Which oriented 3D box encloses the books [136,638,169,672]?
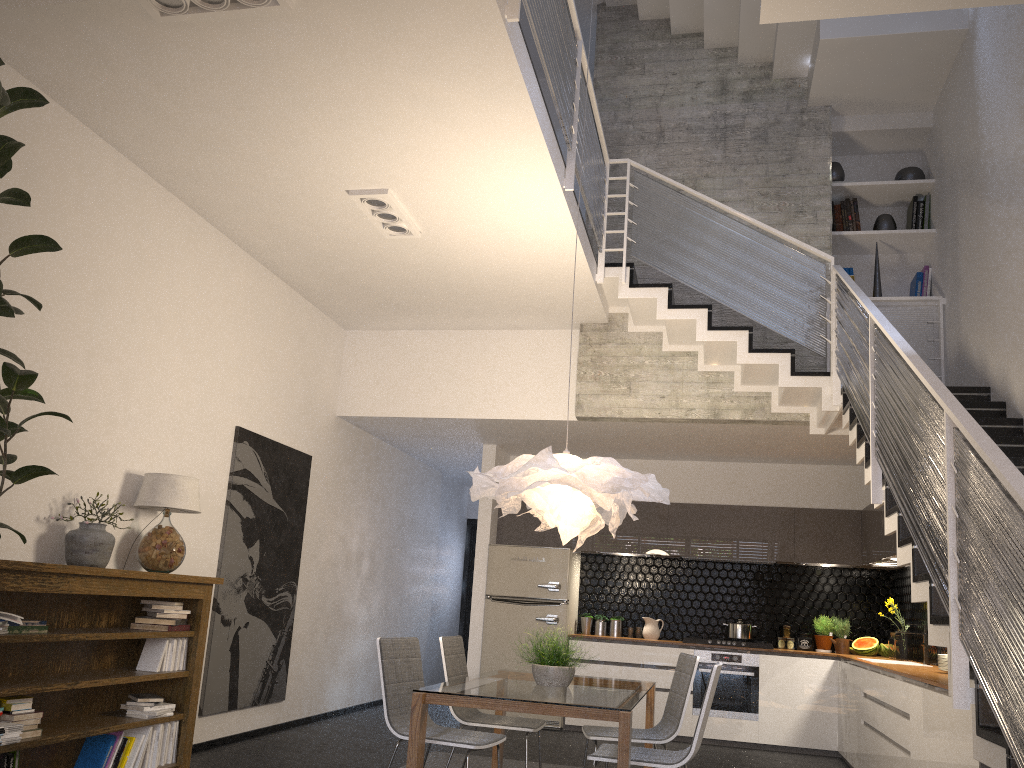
[{"bbox_3d":[-2.073,1.561,5.104,0.135,0.180,0.079,1,-12,13],"label":"books"}]

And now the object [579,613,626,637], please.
[{"bbox_3d":[0.907,2.444,8.994,0.482,0.218,0.174,2,-13,10],"label":"object"}]

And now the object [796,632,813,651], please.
[{"bbox_3d":[2.828,2.493,8.570,0.141,0.172,0.143,1,-13,13],"label":"object"}]

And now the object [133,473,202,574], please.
[{"bbox_3d":[-2.084,0.846,5.325,0.390,0.576,0.393,8,-13,-17],"label":"object"}]

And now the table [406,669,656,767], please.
[{"bbox_3d":[0.200,1.984,4.746,0.997,0.706,1.821,1,-14,13],"label":"table"}]

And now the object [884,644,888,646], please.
[{"bbox_3d":[3.545,2.516,8.362,0.132,0.118,0.206,-4,-16,32],"label":"object"}]

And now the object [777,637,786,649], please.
[{"bbox_3d":[2.623,2.523,8.621,0.083,0.112,0.084,1,-13,13],"label":"object"}]

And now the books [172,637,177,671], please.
[{"bbox_3d":[-2.059,1.595,5.245,0.136,0.186,0.018,1,-12,13],"label":"books"}]

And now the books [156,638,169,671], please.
[{"bbox_3d":[-2.077,1.573,5.162,0.136,0.186,0.018,1,-12,13],"label":"books"}]

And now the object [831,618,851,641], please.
[{"bbox_3d":[3.147,2.380,8.457,0.185,0.375,0.170,13,-15,-39],"label":"object"}]

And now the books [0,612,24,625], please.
[{"bbox_3d":[-2.405,1.039,4.016,0.275,0.108,0.323,16,-18,-40],"label":"books"}]

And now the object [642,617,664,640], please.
[{"bbox_3d":[1.407,2.454,8.882,0.190,0.213,0.173,-2,-14,26],"label":"object"}]

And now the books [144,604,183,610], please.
[{"bbox_3d":[-2.079,1.327,5.275,0.176,0.023,0.244,12,-16,-31],"label":"books"}]

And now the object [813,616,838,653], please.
[{"bbox_3d":[3.012,2.396,8.504,0.245,0.350,0.237,0,-13,17],"label":"object"}]

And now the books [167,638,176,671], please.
[{"bbox_3d":[-2.046,1.583,5.193,0.136,0.186,0.018,1,-12,13],"label":"books"}]

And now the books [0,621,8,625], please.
[{"bbox_3d":[-2.402,1.059,3.954,0.253,0.011,0.321,8,-14,-15],"label":"books"}]

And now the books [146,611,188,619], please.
[{"bbox_3d":[-2.059,1.377,5.282,0.180,0.029,0.226,13,-17,-33],"label":"books"}]

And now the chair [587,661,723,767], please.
[{"bbox_3d":[0.692,1.791,4.254,0.601,0.910,0.480,1,-12,16],"label":"chair"}]

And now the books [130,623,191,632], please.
[{"bbox_3d":[-2.064,1.428,5.206,0.230,0.034,0.289,3,-14,6],"label":"books"}]

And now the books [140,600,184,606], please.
[{"bbox_3d":[-2.085,1.305,5.280,0.205,0.022,0.157,4,-14,-2],"label":"books"}]

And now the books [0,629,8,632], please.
[{"bbox_3d":[-2.401,1.093,3.959,0.253,0.011,0.321,8,-15,-16],"label":"books"}]

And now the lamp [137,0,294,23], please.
[{"bbox_3d":[-1.259,-1.638,3.684,0.644,0.065,0.256,1,-14,13],"label":"lamp"}]

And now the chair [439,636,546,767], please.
[{"bbox_3d":[-0.129,1.970,5.196,0.601,0.910,0.480,1,-12,13],"label":"chair"}]

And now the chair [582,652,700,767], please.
[{"bbox_3d":[0.715,1.979,5.001,0.601,0.910,0.480,4,-12,-1],"label":"chair"}]

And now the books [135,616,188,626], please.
[{"bbox_3d":[0.181,-1.334,7.310,5.423,6.637,0.362,13,-14,-35],"label":"books"}]

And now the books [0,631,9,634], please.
[{"bbox_3d":[-2.397,1.101,3.947,0.253,0.011,0.321,7,-14,-13],"label":"books"}]

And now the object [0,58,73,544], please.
[{"bbox_3d":[-2.238,0.183,3.266,0.908,3.165,2.032,6,-12,-9],"label":"object"}]

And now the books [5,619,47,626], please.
[{"bbox_3d":[-2.337,1.117,4.150,0.166,0.023,0.230,0,-15,17],"label":"books"}]

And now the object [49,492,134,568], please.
[{"bbox_3d":[-2.247,0.771,4.723,0.386,0.408,0.278,6,-12,-8],"label":"object"}]

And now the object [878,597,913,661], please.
[{"bbox_3d":[3.408,2.153,7.788,0.257,0.536,0.431,-5,-15,36],"label":"object"}]

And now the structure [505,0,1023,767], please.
[{"bbox_3d":[1.125,-1.440,6.305,4.233,8.220,8.557,1,-13,13],"label":"structure"}]

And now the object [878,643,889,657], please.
[{"bbox_3d":[3.492,2.467,8.198,0.225,0.126,0.149,14,-16,-36],"label":"object"}]

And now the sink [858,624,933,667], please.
[{"bbox_3d":[3.062,2.133,7.051,0.489,0.444,0.732,1,-14,13],"label":"sink"}]

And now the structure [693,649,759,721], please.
[{"bbox_3d":[2.025,2.834,8.397,0.587,0.582,0.591,1,-13,13],"label":"structure"}]

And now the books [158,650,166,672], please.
[{"bbox_3d":[-2.071,1.579,5.121,0.120,0.156,0.057,1,-12,13],"label":"books"}]

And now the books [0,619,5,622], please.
[{"bbox_3d":[-2.412,1.044,3.941,0.253,0.011,0.321,8,-14,-15],"label":"books"}]

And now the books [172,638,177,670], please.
[{"bbox_3d":[-2.049,1.587,5.211,0.135,0.187,0.015,1,-12,13],"label":"books"}]

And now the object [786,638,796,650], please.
[{"bbox_3d":[2.707,2.523,8.597,0.083,0.112,0.083,-1,-13,23],"label":"object"}]

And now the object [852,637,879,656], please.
[{"bbox_3d":[3.275,2.431,8.208,0.236,0.172,0.219,-8,-17,41],"label":"object"}]

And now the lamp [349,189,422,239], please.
[{"bbox_3d":[-0.804,-1.101,5.702,0.253,0.065,0.652,1,-14,13],"label":"lamp"}]

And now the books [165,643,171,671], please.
[{"bbox_3d":[-2.058,1.593,5.175,0.120,0.157,0.016,1,-12,13],"label":"books"}]

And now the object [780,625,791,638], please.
[{"bbox_3d":[2.661,2.412,8.623,0.083,0.112,0.083,5,-12,-6],"label":"object"}]

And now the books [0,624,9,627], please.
[{"bbox_3d":[-2.405,1.065,3.937,0.252,0.011,0.322,5,-14,-5],"label":"books"}]

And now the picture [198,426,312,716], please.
[{"bbox_3d":[-1.933,1.444,6.837,0.033,2.006,1.247,1,-12,13],"label":"picture"}]

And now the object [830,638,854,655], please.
[{"bbox_3d":[3.107,2.468,8.329,0.125,0.139,0.210,15,-17,-41],"label":"object"}]

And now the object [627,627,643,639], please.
[{"bbox_3d":[1.239,2.510,8.945,0.160,0.109,0.078,0,-13,18],"label":"object"}]

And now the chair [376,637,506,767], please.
[{"bbox_3d":[-0.380,1.783,4.515,0.602,0.910,0.480,-1,-13,22],"label":"chair"}]

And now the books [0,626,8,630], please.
[{"bbox_3d":[-2.405,1.087,3.978,0.253,0.011,0.321,9,-15,-19],"label":"books"}]

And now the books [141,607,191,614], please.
[{"bbox_3d":[-2.065,1.353,5.286,0.244,0.019,0.176,-7,-18,37],"label":"books"}]

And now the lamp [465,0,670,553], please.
[{"bbox_3d":[0.447,-1.595,5.437,1.118,5.157,1.072,-1,-12,24],"label":"lamp"}]

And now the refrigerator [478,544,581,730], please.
[{"bbox_3d":[0.179,2.501,8.844,0.829,1.693,0.778,1,-12,13],"label":"refrigerator"}]

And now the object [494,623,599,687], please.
[{"bbox_3d":[0.217,1.473,4.839,0.531,0.363,0.675,2,-14,8],"label":"object"}]

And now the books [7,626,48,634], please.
[{"bbox_3d":[-2.343,1.146,4.154,0.179,0.033,0.246,0,-15,16],"label":"books"}]
